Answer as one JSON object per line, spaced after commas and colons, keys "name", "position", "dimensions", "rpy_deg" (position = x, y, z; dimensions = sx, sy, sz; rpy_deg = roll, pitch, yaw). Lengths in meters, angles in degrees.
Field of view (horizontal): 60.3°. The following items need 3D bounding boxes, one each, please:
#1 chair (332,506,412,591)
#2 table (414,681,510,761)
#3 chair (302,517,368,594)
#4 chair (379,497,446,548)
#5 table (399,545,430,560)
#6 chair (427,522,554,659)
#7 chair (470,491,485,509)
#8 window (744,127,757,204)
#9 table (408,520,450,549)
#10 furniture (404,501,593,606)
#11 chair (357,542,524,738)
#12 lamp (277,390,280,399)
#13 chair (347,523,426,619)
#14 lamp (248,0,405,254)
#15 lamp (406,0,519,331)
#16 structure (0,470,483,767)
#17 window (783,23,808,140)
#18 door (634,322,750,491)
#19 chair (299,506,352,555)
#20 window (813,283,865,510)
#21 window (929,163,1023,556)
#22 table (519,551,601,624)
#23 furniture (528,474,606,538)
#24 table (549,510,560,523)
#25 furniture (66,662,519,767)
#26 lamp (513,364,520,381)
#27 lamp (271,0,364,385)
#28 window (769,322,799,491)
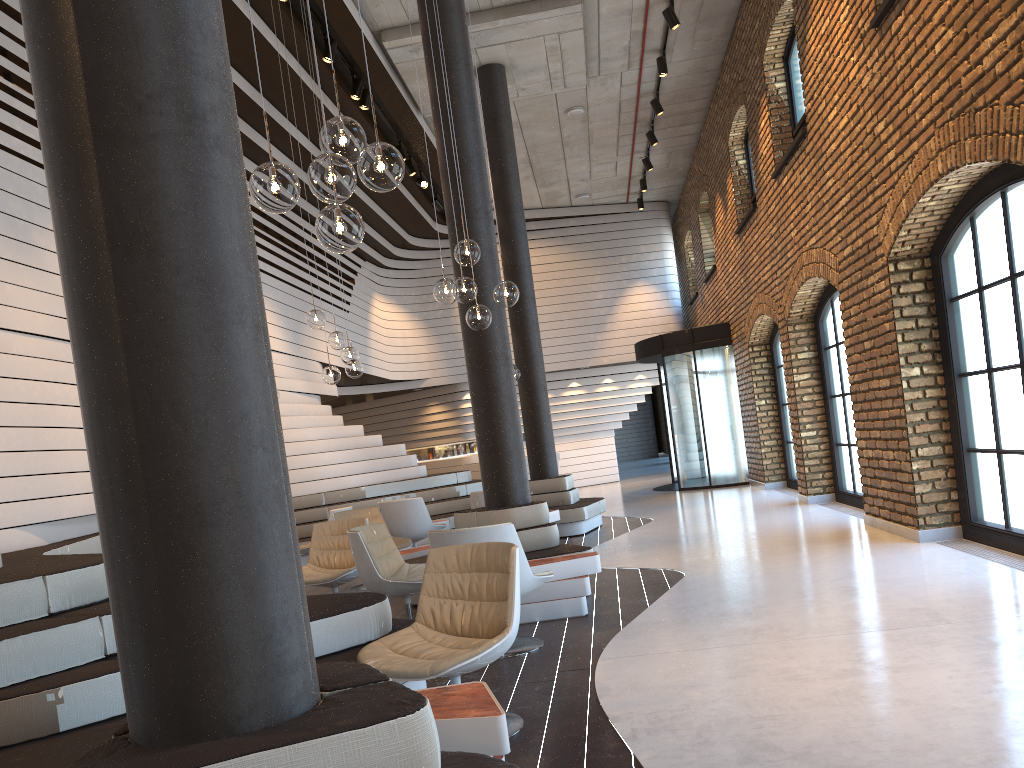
{"name": "chair", "position": [-1.374, 1.609, 8.711], "dimensions": [0.648, 0.768, 0.719], "rpy_deg": [-7, -1, -44]}
{"name": "table", "position": [-0.391, 1.269, 2.999], "dimensions": [0.911, 0.371, 0.411], "rpy_deg": [-8, -1, 14]}
{"name": "chair", "position": [-1.458, 1.507, 7.124], "dimensions": [0.663, 0.768, 0.703], "rpy_deg": [-8, -1, 26]}
{"name": "chair", "position": [-1.130, 1.675, 10.098], "dimensions": [0.662, 0.768, 0.704], "rpy_deg": [-8, -1, 22]}
{"name": "table", "position": [-0.805, 1.688, 8.100], "dimensions": [0.419, 0.371, 0.894], "rpy_deg": [-9, -3, 44]}
{"name": "chair", "position": [-0.118, 1.193, 5.243], "dimensions": [0.663, 0.768, 0.703], "rpy_deg": [-8, -1, 24]}
{"name": "chair", "position": [-0.106, 1.496, 9.523], "dimensions": [0.658, 0.768, 0.708], "rpy_deg": [-8, -1, 7]}
{"name": "window", "position": [3.435, -3.036, 12.143], "dimensions": [0.126, 1.454, 1.566], "rpy_deg": [-7, -1, 6]}
{"name": "table", "position": [-1.179, 1.943, 10.967], "dimensions": [0.898, 0.371, 0.417], "rpy_deg": [-6, -2, -21]}
{"name": "furniture", "position": [-0.259, 1.369, 7.111], "dimensions": [1.263, 0.723, 1.790], "rpy_deg": [-7, -3, -23]}
{"name": "chair", "position": [-0.270, 1.107, 3.754], "dimensions": [0.665, 0.768, 0.701], "rpy_deg": [-8, -1, 43]}
{"name": "lamp", "position": [-3.032, -1.978, 9.460], "dimensions": [0.525, 4.725, 0.336], "rpy_deg": [-9, 2, -32]}
{"name": "chair", "position": [-0.734, 1.337, 6.106], "dimensions": [0.713, 0.768, 0.653], "rpy_deg": [-8, -1, 9]}
{"name": "lamp", "position": [-0.915, -2.741, 3.002], "dimensions": [0.538, 4.639, 0.278], "rpy_deg": [-9, 2, -32]}
{"name": "lamp", "position": [-0.504, -2.671, 5.553], "dimensions": [0.542, 4.686, 0.293], "rpy_deg": [-8, 2, -8]}
{"name": "structure", "position": [-2.555, 1.508, 6.212], "dimensions": [5.778, 0.929, 18.208], "rpy_deg": [-8, -4, 2]}
{"name": "window", "position": [3.140, -3.198, 9.320], "dimensions": [0.126, 1.454, 1.566], "rpy_deg": [-7, -1, 6]}
{"name": "door", "position": [4.077, 0.445, 16.529], "dimensions": [3.221, 2.858, 3.235], "rpy_deg": [-8, -1, 13]}
{"name": "chair", "position": [-2.090, 1.786, 9.843], "dimensions": [0.712, 0.768, 0.654], "rpy_deg": [-8, -1, 6]}
{"name": "window", "position": [3.679, 0.094, 9.424], "dimensions": [0.130, 2.540, 2.348], "rpy_deg": [-7, -1, 6]}
{"name": "window", "position": [3.286, -0.121, 5.659], "dimensions": [0.130, 2.540, 2.348], "rpy_deg": [-7, -1, 6]}
{"name": "table", "position": [0.181, 1.407, 6.014], "dimensions": [0.905, 0.371, 0.414], "rpy_deg": [-8, -1, -1]}
{"name": "furniture", "position": [0.620, 1.548, 11.282], "dimensions": [1.292, 0.723, 1.750], "rpy_deg": [-10, -4, 42]}
{"name": "table", "position": [0.108, 1.722, 10.293], "dimensions": [0.909, 0.371, 0.412], "rpy_deg": [-8, -1, 9]}
{"name": "furniture", "position": [-0.274, 0.987, 1.735], "dimensions": [1.276, 0.723, 1.772], "rpy_deg": [-8, -3, 2]}
{"name": "lamp", "position": [-1.221, -1.688, 15.510], "dimensions": [9.056, 4.619, 41.843], "rpy_deg": [-8, -4, 6]}
{"name": "lamp", "position": [-1.815, -2.355, 7.636], "dimensions": [0.311, 4.753, 0.656], "rpy_deg": [-7, 2, 14]}
{"name": "window", "position": [3.974, 0.256, 12.247], "dimensions": [0.130, 2.540, 2.348], "rpy_deg": [-7, -1, 6]}
